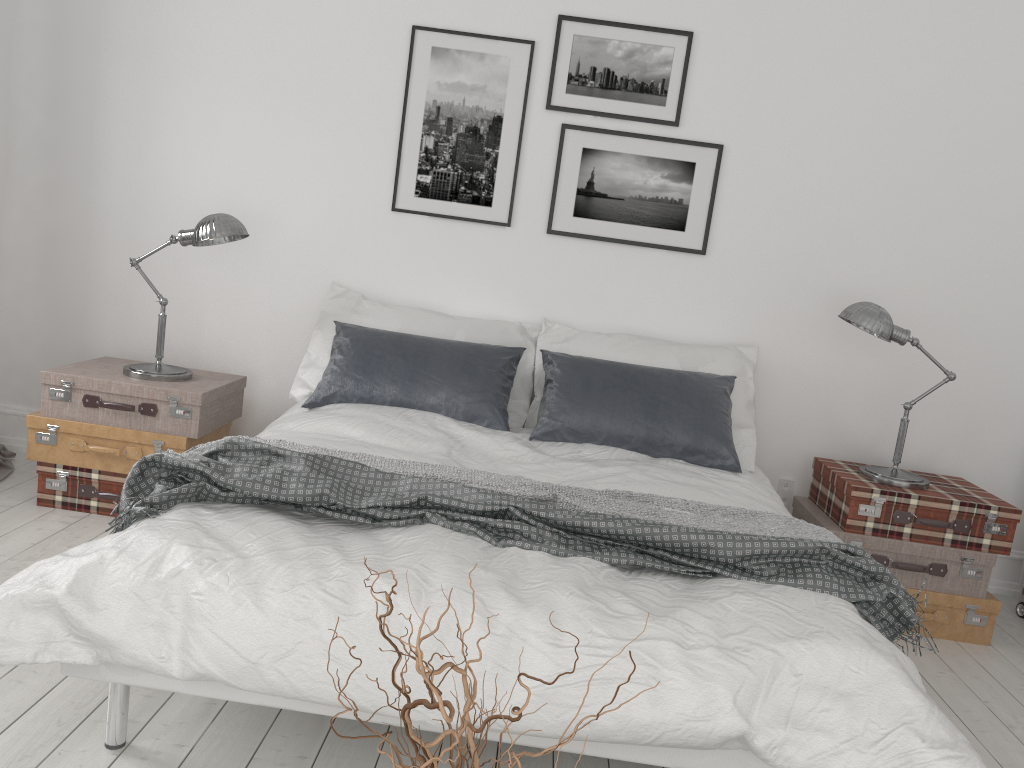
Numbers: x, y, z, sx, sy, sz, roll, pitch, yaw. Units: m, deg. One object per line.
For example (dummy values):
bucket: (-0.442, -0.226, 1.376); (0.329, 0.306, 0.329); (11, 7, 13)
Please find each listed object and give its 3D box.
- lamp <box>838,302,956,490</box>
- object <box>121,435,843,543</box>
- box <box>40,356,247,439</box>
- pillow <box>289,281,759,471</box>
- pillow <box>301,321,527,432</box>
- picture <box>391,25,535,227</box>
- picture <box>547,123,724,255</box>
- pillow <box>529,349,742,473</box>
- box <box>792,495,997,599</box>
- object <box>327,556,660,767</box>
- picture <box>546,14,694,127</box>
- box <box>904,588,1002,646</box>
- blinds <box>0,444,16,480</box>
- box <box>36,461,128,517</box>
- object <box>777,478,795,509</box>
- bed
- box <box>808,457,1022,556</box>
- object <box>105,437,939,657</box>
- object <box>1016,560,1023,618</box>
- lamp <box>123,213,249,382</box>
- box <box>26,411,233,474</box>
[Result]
lamp: (1.514, 0.037, 3.566); (0.488, 0.699, 0.269); (8, 8, 2)
object: (-0.052, 0.523, 2.667); (2.236, 0.500, 0.521); (8, 8, 5)
box: (-1.528, 0.049, 3.717); (0.647, 0.185, 0.537); (8, 8, 2)
pillow: (0.090, -0.044, 3.808); (1.965, 0.529, 0.465); (8, 8, 1)
pillow: (-0.383, -0.027, 3.622); (0.837, 0.329, 0.405); (8, 8, 2)
picture: (-0.223, -1.144, 3.959); (0.545, 0.810, 0.015); (8, 8, 2)
picture: (0.545, -0.868, 3.962); (0.720, 0.486, 0.015); (8, 8, 2)
pillow: (0.501, 0.098, 3.588); (0.842, 0.339, 0.405); (8, 8, 2)
box: (1.541, 0.666, 3.661); (0.647, 0.185, 0.537); (8, 8, 2)
object: (-0.085, 0.481, 0.869); (0.291, 0.666, 0.313); (2, 10, -35)
picture: (0.469, -1.374, 3.893); (0.592, 0.403, 0.015); (8, 8, 2)
box: (1.572, 0.854, 3.686); (0.647, 0.185, 0.537); (8, 8, 2)
blinds: (-2.161, -0.919, 3.547); (0.327, 2.680, 0.779); (7, 8, -4)
box: (-1.573, 0.409, 3.775); (0.647, 0.185, 0.537); (8, 8, 2)
object: (1.270, 0.511, 4.126); (0.070, 0.140, 0.009); (8, 8, 2)
bed: (-0.013, 0.373, 2.920); (2.217, 0.926, 2.473); (8, 8, 2)
box: (1.622, 0.493, 3.636); (0.647, 0.185, 0.537); (8, 8, 2)
object: (-0.035, 0.476, 2.284); (2.154, 0.377, 0.536); (8, 8, 4)
object: (2.382, 0.613, 3.591); (0.208, 0.902, 0.647); (7, 9, -8)
lamp: (-1.345, -0.367, 3.648); (0.488, 0.699, 0.269); (8, 8, 2)
box: (-1.599, 0.222, 3.745); (0.647, 0.185, 0.537); (8, 8, 2)
